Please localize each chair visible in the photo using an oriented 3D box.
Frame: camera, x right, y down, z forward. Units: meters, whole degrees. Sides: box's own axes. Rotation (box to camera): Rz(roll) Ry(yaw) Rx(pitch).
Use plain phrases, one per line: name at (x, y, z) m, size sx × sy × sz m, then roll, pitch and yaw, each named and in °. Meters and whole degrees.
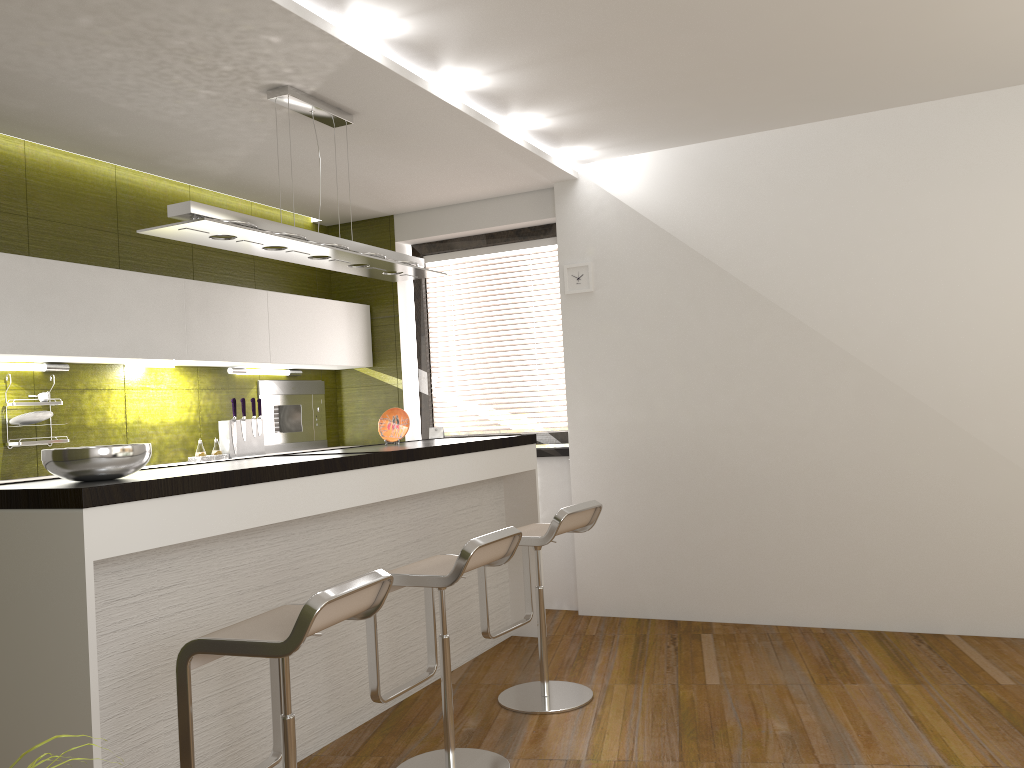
chair at (-0.220, 0.954, 3.149) m, size 0.460 × 0.857 × 0.418 m, roll -4°, pitch -2°, yaw 26°
chair at (0.143, 0.956, 3.914) m, size 0.460 × 0.857 × 0.418 m, roll -4°, pitch -2°, yaw 31°
chair at (-0.583, 0.952, 2.384) m, size 0.460 × 0.857 × 0.418 m, roll -4°, pitch -2°, yaw 21°

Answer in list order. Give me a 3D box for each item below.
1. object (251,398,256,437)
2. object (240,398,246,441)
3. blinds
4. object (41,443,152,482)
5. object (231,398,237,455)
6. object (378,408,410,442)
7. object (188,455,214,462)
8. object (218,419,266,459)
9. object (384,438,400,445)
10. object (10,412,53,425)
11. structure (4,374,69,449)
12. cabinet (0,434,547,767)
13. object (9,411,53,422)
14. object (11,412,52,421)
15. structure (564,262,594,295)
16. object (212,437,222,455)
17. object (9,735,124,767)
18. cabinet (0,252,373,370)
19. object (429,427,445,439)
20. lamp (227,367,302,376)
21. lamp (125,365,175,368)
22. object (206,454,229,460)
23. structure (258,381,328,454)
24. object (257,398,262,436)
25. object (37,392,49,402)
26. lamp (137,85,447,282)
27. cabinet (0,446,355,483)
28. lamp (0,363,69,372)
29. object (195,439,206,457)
object at (-1.555, 0.204, 5.337) m, size 0.013 × 0.243 × 0.036 m, roll -4°, pitch -2°, yaw 25°
object at (-1.593, 0.214, 5.257) m, size 0.013 × 0.264 × 0.042 m, roll -4°, pitch -2°, yaw 25°
blinds at (-1.592, -2.622, 10.003) m, size 16.000 × 12.704 × 9.030 m, roll -2°, pitch -2°, yaw -25°
object at (-1.295, 0.248, 2.775) m, size 0.311 × 0.105 × 0.311 m, roll -5°, pitch -2°, yaw 38°
object at (-1.625, 0.251, 5.184) m, size 0.013 × 0.339 × 0.046 m, roll -4°, pitch -2°, yaw 25°
object at (-0.612, 0.212, 4.598) m, size 0.184 × 0.178 × 0.055 m, roll -4°, pitch -2°, yaw 22°
object at (-1.747, 0.422, 4.979) m, size 0.107 × 0.032 × 0.107 m, roll -4°, pitch -2°, yaw 26°
object at (-1.611, 0.327, 5.296) m, size 0.107 × 0.227 × 0.293 m, roll -4°, pitch -2°, yaw 25°
object at (-0.609, 0.249, 4.595) m, size 0.088 × 0.131 × 0.072 m, roll -4°, pitch -2°, yaw 20°
object at (-2.218, 0.161, 4.095) m, size 0.173 × 0.052 × 0.181 m, roll -4°, pitch -2°, yaw 25°
structure at (-2.229, 0.124, 4.156) m, size 0.110 × 0.346 × 0.266 m, roll -4°, pitch -2°, yaw 25°
cabinet at (-0.763, 0.864, 3.786) m, size 0.663 × 1.134 × 2.947 m, roll -4°, pitch -2°, yaw 25°
object at (-2.220, 0.155, 4.096) m, size 0.173 × 0.052 × 0.181 m, roll -4°, pitch -2°, yaw 25°
object at (-2.219, 0.158, 4.095) m, size 0.173 × 0.052 × 0.181 m, roll -4°, pitch -2°, yaw 25°
structure at (0.408, -0.644, 5.418) m, size 0.180 × 0.180 × 0.026 m, roll -4°, pitch -2°, yaw 25°
object at (-1.701, 0.368, 5.111) m, size 0.059 × 0.121 × 0.059 m, roll -3°, pitch -2°, yaw -8°
object at (-0.607, 0.891, 1.052) m, size 0.585 × 0.904 × 0.606 m, roll -3°, pitch -2°, yaw -6°
cabinet at (-1.888, 0.476, 4.702) m, size 0.724 × 2.089 × 3.471 m, roll -4°, pitch -2°, yaw 25°
object at (-0.509, 0.379, 6.008) m, size 0.106 × 0.169 × 0.057 m, roll -4°, pitch -2°, yaw 20°
lamp at (-1.554, -0.077, 5.626) m, size 0.095 × 0.041 × 0.716 m, roll -4°, pitch -2°, yaw 25°
lamp at (-1.974, -0.095, 4.846) m, size 0.008 × 0.008 × 0.334 m, roll -4°, pitch -2°, yaw 25°
object at (-1.698, 0.423, 5.109) m, size 0.107 × 0.032 × 0.107 m, roll -4°, pitch -2°, yaw 37°
structure at (-1.444, 0.213, 5.894) m, size 0.015 × 0.469 × 0.663 m, roll -4°, pitch -2°, yaw 25°
object at (-1.534, 0.202, 5.383) m, size 0.013 × 0.231 × 0.040 m, roll -4°, pitch -2°, yaw 25°
object at (-2.222, 0.064, 4.202) m, size 0.046 × 0.053 × 0.051 m, roll -2°, pitch -2°, yaw -33°
lamp at (-0.857, -0.889, 3.875) m, size 0.326 × 0.683 × 1.677 m, roll -4°, pitch -2°, yaw 25°
cabinet at (-1.635, 0.970, 4.874) m, size 0.465 × 1.086 × 2.940 m, roll -4°, pitch -2°, yaw 25°
lamp at (-2.343, -0.079, 4.036) m, size 0.041 × 0.041 × 0.715 m, roll -4°, pitch -2°, yaw 25°
object at (-1.750, 0.367, 4.981) m, size 0.059 × 0.121 × 0.059 m, roll -3°, pitch -2°, yaw -19°
